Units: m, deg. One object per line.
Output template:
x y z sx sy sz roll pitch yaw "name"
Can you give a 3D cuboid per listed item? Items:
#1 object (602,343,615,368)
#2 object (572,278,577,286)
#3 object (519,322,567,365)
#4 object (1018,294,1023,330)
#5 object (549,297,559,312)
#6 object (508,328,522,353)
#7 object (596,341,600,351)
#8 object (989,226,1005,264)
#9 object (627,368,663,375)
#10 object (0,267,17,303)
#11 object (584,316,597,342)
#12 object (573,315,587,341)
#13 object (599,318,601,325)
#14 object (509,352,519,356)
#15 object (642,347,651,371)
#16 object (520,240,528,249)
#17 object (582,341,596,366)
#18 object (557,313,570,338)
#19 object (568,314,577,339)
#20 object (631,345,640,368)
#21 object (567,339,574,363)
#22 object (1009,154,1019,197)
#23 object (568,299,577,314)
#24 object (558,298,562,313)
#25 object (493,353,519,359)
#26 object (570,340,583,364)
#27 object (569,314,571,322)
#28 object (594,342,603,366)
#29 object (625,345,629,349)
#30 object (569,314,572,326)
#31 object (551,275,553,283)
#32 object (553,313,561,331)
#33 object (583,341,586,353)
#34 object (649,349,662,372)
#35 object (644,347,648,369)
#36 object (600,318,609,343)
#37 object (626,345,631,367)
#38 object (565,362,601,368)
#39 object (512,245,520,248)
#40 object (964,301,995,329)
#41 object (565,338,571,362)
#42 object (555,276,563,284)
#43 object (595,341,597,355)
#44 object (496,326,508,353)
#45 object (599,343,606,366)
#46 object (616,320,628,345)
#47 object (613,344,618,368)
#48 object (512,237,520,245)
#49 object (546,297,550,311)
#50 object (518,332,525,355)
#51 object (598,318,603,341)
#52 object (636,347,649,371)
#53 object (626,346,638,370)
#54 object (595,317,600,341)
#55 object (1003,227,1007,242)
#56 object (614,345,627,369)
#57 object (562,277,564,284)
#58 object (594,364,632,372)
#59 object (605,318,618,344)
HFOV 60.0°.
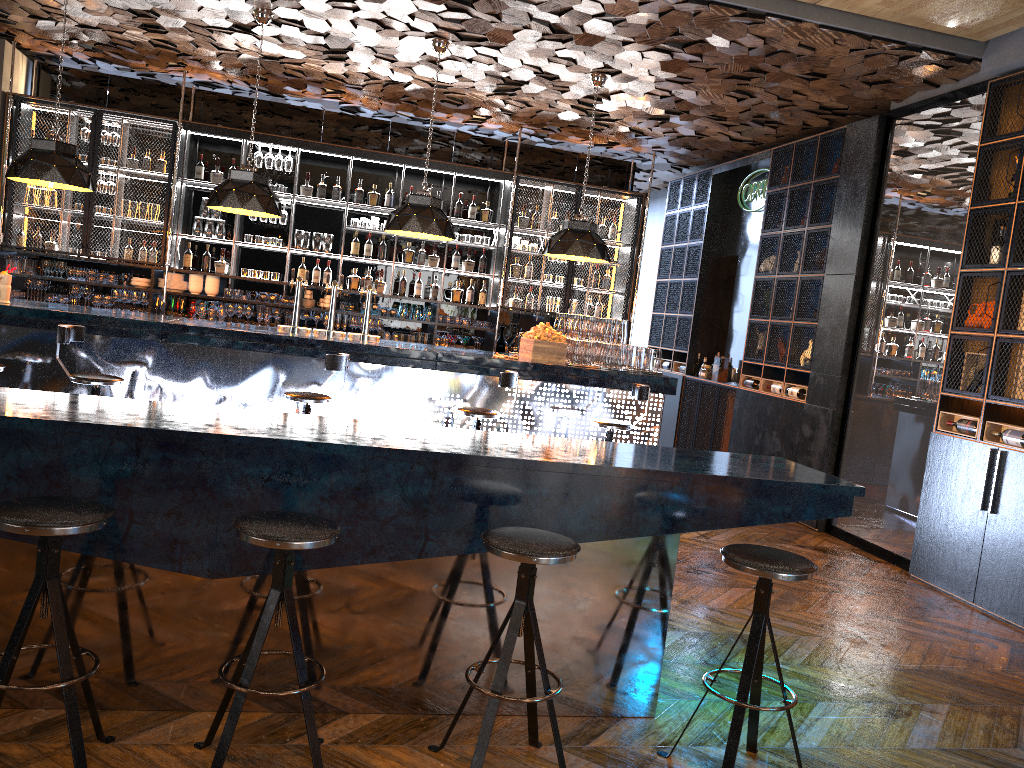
0.808 -0.231 7.382 0.105 0.209 0.105 8 4 12 "object"
0.700 -1.187 10.290 0.089 0.092 0.089 4 5 -29 "object"
0.277 -0.350 7.367 0.340 0.332 0.464 6 4 -10 "object"
3.463 -0.490 5.713 0.162 0.396 0.304 3 6 -38 "object"
0.479 -0.902 10.267 0.105 0.209 0.105 5 5 -28 "object"
0.052 -0.490 10.218 0.170 0.313 0.170 5 5 -19 "object"
0.788 -0.278 7.960 0.105 0.209 0.105 8 4 12 "object"
3.338 -0.925 6.076 0.088 0.306 0.088 7 4 -5 "object"
1.094 -0.116 7.615 0.273 0.019 0.437 6 5 -13 "object"
-3.635 -0.714 6.374 0.081 0.264 0.099 7 4 7 "object"
0.654 -0.460 7.381 0.105 0.209 0.105 8 4 12 "object"
0.567 -0.469 7.355 0.105 0.209 0.105 8 4 12 "object"
0.801 -0.490 8.002 0.105 0.209 0.105 8 4 12 "object"
0.148 -0.247 7.828 0.273 0.019 0.437 6 5 -13 "object"
1.133 -0.207 7.610 0.105 0.209 0.105 8 4 12 "object"
0.143 -1.593 10.159 0.089 0.092 0.089 8 4 12 "object"
0.641 -0.248 7.347 0.105 0.209 0.105 8 4 12 "object"
0.457 -0.515 7.787 0.105 0.209 0.105 8 4 12 "object"
0.533 -0.481 7.466 0.105 0.209 0.105 8 4 12 "object"
1.096 -0.237 7.936 0.105 0.209 0.105 3 6 -38 "object"
0.523 -0.268 7.423 0.105 0.209 0.105 8 4 12 "object"
3.495 -1.376 5.984 0.224 0.390 0.222 4 5 -29 "object"
0.700 -0.879 10.323 0.105 0.209 0.105 5 5 -28 "object"
0.582 -0.896 10.356 0.105 0.209 0.105 5 5 -28 "object"
-0.059 -0.224 7.204 0.198 0.045 0.377 9 5 25 "object"
0.536 -0.258 7.308 0.105 0.209 0.105 8 4 12 "object"
0.529 -0.518 7.929 0.105 0.209 0.105 8 4 12 "object"
0.767 -0.253 7.612 0.105 0.209 0.105 8 4 12 "object"
0.988 -0.249 7.922 0.105 0.209 0.105 3 6 -38 "object"
0.544 -0.507 7.812 0.105 0.209 0.105 8 4 12 "object"
0.426 -1.224 10.332 0.089 0.092 0.089 11 6 43 "object"
0.422 -0.528 7.898 0.105 0.209 0.105 8 4 12 "object"
0.626 -0.258 7.455 0.105 0.209 0.105 8 4 12 "object"
1.206 -0.190 7.504 0.105 0.209 0.105 3 6 -38 "object"
1.155 -0.215 7.746 0.105 0.209 0.105 8 4 12 "object"
0.804 -0.454 7.540 0.105 0.209 0.105 8 4 12 "object"
1.022 -0.254 8.041 0.105 0.209 0.105 8 4 12 "object"
0.553 -0.170 7.464 0.273 0.019 0.437 6 5 -13 "object"
0.047 -1.603 10.110 0.089 0.092 0.089 8 4 12 "object"
3.219 -0.460 6.068 0.138 0.222 0.278 6 5 -14 "object"
0.496 -0.280 7.538 0.105 0.209 0.105 8 4 12 "object"
0.548 -1.208 10.316 0.089 0.092 0.089 6 4 -13 "object"
0.697 -0.277 7.813 0.105 0.209 0.105 8 4 12 "object"
-0.121 -0.505 10.178 0.186 0.307 0.186 6 4 -8 "object"
0.794 -0.241 7.496 0.105 0.209 0.105 8 4 12 "object"
0.926 -0.433 7.454 0.105 0.209 0.105 8 4 12 "object"
0.898 -0.231 7.529 0.105 0.209 0.105 8 4 12 "object"
0.051 -1.629 10.108 0.089 0.092 0.089 8 4 12 "object"
0.447 -0.914 10.377 0.105 0.209 0.105 5 5 -28 "object"
0.100 -0.356 7.925 0.105 0.209 0.105 8 4 12 "object"
0.815 -0.480 7.886 0.105 0.209 0.105 8 4 12 "object"
1.099 -0.202 7.491 0.105 0.209 0.105 3 6 -38 "object"
1.045 -0.225 7.712 0.105 0.209 0.105 8 4 12 "object"
0.728 -0.488 7.860 0.105 0.209 0.105 8 4 12 "object"
3.399 -0.929 6.150 0.086 0.313 0.086 9 5 25 "object"
0.912 -0.221 7.420 0.105 0.209 0.105 8 4 12 "object"
0.591 -1.212 10.441 0.089 0.092 0.089 4 6 -38 "object"
0.825 -0.143 7.538 0.273 0.019 0.437 6 5 -13 "object"
0.839 -0.441 7.429 0.105 0.209 0.105 8 4 12 "object"
